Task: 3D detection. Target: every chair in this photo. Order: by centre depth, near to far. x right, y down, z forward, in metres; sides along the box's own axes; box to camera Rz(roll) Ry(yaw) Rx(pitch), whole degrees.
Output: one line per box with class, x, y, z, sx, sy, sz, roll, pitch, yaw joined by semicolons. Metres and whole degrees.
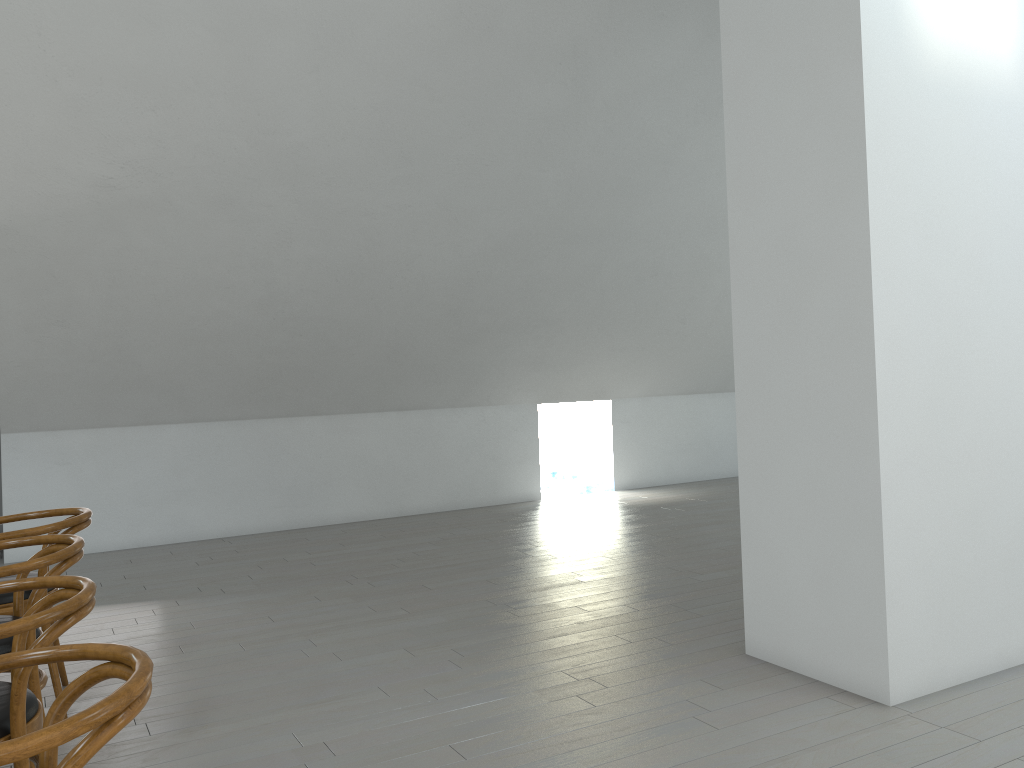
chair;-0.900;0.861;1.426;0.621;0.735;0.527;-2;0;-26
chair;-1.288;0.867;2.042;0.621;0.735;0.527;-2;0;-29
chair;-1.628;0.870;2.685;0.621;0.735;0.527;-2;0;-34
chair;-1.918;0.872;3.350;0.621;0.735;0.527;-2;0;-26
